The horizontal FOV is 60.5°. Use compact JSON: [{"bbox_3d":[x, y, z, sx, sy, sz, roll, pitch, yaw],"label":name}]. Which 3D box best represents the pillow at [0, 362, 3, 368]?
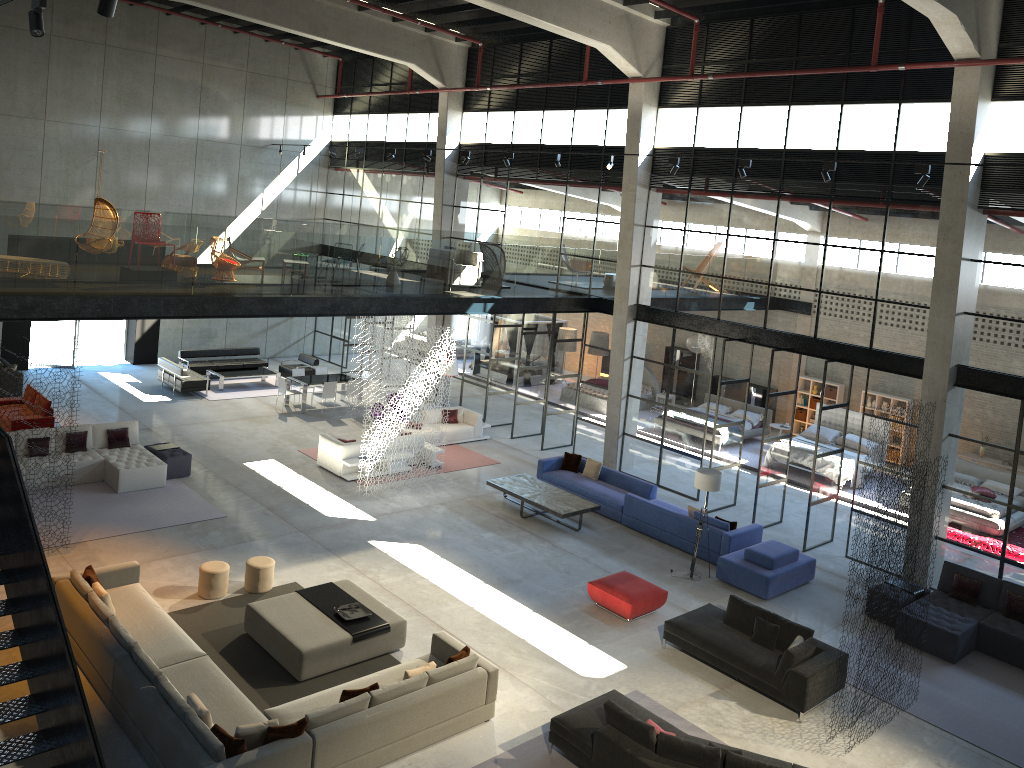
[{"bbox_3d":[-12.982,-0.393,22.016,0.322,0.308,0.414,-1,11,-41],"label":"pillow"}]

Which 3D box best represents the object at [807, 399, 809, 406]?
[{"bbox_3d":[8.400,0.529,24.795,0.081,0.226,0.082,5,4,-12],"label":"object"}]

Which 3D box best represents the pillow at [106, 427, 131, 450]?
[{"bbox_3d":[-7.544,1.044,16.828,0.413,0.341,0.239,-2,10,-44],"label":"pillow"}]

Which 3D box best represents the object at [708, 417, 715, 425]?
[{"bbox_3d":[5.014,1.020,23.300,0.718,0.244,2.145,-4,15,-42],"label":"object"}]

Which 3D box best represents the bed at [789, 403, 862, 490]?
[{"bbox_3d":[7.600,1.450,21.157,2.317,1.403,2.253,-3,13,-43],"label":"bed"}]

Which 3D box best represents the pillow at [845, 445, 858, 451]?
[{"bbox_3d":[8.437,1.528,21.279,0.715,0.327,0.975,-3,14,-41],"label":"pillow"}]

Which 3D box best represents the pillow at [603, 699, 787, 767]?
[{"bbox_3d":[1.751,3.641,8.593,1.909,0.415,0.437,11,9,27],"label":"pillow"}]

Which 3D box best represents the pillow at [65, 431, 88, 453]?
[{"bbox_3d":[-8.097,1.079,16.327,0.406,0.373,0.195,-2,9,-43],"label":"pillow"}]

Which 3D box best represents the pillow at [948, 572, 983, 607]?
[{"bbox_3d":[6.935,3.143,13.423,0.235,0.341,0.420,0,10,-42],"label":"pillow"}]

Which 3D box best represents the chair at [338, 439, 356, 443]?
[{"bbox_3d":[-3.375,1.271,18.058,0.402,0.332,0.286,6,7,2],"label":"chair"}]

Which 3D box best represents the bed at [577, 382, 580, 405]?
[{"bbox_3d":[2.973,-0.013,26.456,2.341,1.266,2.062,-3,13,-42],"label":"bed"}]

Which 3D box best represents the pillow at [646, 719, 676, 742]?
[{"bbox_3d":[1.504,3.575,8.811,0.346,0.305,0.199,13,9,42],"label":"pillow"}]

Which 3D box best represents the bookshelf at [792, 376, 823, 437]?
[{"bbox_3d":[8.561,0.764,24.587,0.329,1.741,1.258,2,7,-43],"label":"bookshelf"}]

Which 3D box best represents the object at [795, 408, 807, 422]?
[{"bbox_3d":[8.267,0.880,24.877,0.324,0.294,0.328,-2,11,-43],"label":"object"}]

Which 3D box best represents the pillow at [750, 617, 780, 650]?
[{"bbox_3d":[3.294,3.239,11.411,0.187,0.304,0.348,0,9,-45],"label":"pillow"}]

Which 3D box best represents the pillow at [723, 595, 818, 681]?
[{"bbox_3d":[3.416,3.250,11.331,0.740,0.413,1.613,3,11,-14],"label":"pillow"}]

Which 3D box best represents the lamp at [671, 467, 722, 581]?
[{"bbox_3d":[3.059,2.300,14.342,0.434,1.727,0.667,9,6,44],"label":"lamp"}]

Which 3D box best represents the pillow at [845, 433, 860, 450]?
[{"bbox_3d":[8.387,1.437,21.226,0.692,0.288,0.995,-3,14,-40],"label":"pillow"}]

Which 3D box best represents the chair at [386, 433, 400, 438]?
[{"bbox_3d":[-2.616,1.200,18.739,0.272,0.315,0.394,10,9,33],"label":"chair"}]

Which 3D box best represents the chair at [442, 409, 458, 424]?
[{"bbox_3d":[-1.504,0.790,21.302,0.410,0.332,0.260,4,6,-10],"label":"chair"}]

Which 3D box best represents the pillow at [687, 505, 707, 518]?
[{"bbox_3d":[3.312,2.388,15.623,0.207,0.378,0.408,1,9,-42],"label":"pillow"}]

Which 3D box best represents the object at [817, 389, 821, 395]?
[{"bbox_3d":[8.627,0.225,24.620,0.185,0.130,0.187,7,9,10],"label":"object"}]

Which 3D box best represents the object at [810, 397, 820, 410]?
[{"bbox_3d":[8.577,0.557,24.560,0.324,0.294,0.328,-2,11,-43],"label":"object"}]

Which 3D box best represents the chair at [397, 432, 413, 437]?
[{"bbox_3d":[-2.370,1.188,18.917,0.396,0.319,0.272,-2,10,-41],"label":"chair"}]

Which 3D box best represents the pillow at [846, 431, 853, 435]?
[{"bbox_3d":[7.973,1.273,21.979,0.489,0.319,1.070,-3,13,-42],"label":"pillow"}]

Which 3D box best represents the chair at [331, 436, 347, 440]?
[{"bbox_3d":[-3.542,1.221,18.273,0.393,0.269,0.321,9,9,22],"label":"chair"}]

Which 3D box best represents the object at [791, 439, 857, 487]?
[{"bbox_3d":[7.221,1.816,20.843,0.651,0.651,2.318,0,12,-39],"label":"object"}]

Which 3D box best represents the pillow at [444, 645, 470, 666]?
[{"bbox_3d":[-0.659,3.169,9.863,0.261,0.367,0.401,8,8,25],"label":"pillow"}]

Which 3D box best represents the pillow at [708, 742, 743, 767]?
[{"bbox_3d":[2.074,3.678,8.562,0.357,0.317,0.199,8,6,16],"label":"pillow"}]

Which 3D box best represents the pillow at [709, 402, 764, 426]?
[{"bbox_3d":[5.975,0.784,24.254,0.548,0.309,1.959,-3,14,-42],"label":"pillow"}]

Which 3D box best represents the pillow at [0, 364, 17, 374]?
[{"bbox_3d":[-12.426,-0.250,21.435,0.546,0.372,0.651,2,10,-21],"label":"pillow"}]

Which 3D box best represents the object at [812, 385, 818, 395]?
[{"bbox_3d":[8.482,0.166,24.555,0.156,0.246,0.154,10,7,38],"label":"object"}]

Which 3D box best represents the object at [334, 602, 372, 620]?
[{"bbox_3d":[-2.022,2.893,11.126,0.386,0.035,0.392,-4,15,-39],"label":"object"}]

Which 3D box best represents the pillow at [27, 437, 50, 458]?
[{"bbox_3d":[-8.567,1.153,15.892,0.383,0.331,0.222,-1,9,-40],"label":"pillow"}]

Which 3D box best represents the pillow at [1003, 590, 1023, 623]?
[{"bbox_3d":[7.445,3.290,12.881,0.192,0.373,0.412,1,9,-43],"label":"pillow"}]

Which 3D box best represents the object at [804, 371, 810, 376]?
[{"bbox_3d":[8.408,-0.292,24.992,0.053,0.149,0.237,1,9,-45],"label":"object"}]

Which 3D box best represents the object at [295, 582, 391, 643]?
[{"bbox_3d":[-2.203,2.909,11.310,0.535,0.086,1.497,-5,15,-42],"label":"object"}]

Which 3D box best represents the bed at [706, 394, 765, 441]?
[{"bbox_3d":[5.451,0.987,23.720,2.396,0.860,2.292,-4,14,-42],"label":"bed"}]

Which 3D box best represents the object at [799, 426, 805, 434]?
[{"bbox_3d":[8.221,1.318,24.874,0.139,0.233,0.141,5,5,-7],"label":"object"}]

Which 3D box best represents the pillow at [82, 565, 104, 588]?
[{"bbox_3d":[-5.233,2.502,10.955,0.258,0.367,0.406,3,8,-22],"label":"pillow"}]

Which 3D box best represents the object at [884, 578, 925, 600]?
[{"bbox_3d":[6.124,3.194,13.696,0.300,0.098,0.527,-3,14,-37],"label":"object"}]

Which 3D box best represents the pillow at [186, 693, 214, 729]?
[{"bbox_3d":[-2.980,3.226,8.435,0.207,0.378,0.408,1,9,-42],"label":"pillow"}]

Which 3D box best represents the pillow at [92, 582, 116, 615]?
[{"bbox_3d":[-4.896,2.617,10.526,0.207,0.378,0.407,1,9,-44],"label":"pillow"}]

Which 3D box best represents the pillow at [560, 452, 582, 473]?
[{"bbox_3d":[1.247,1.640,18.350,0.402,0.368,0.261,9,7,25],"label":"pillow"}]

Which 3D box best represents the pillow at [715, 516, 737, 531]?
[{"bbox_3d":[3.710,2.507,15.251,0.402,0.368,0.261,9,7,25],"label":"pillow"}]

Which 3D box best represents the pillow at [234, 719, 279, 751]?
[{"bbox_3d":[-2.424,3.315,8.264,0.400,0.352,0.268,2,7,-27],"label":"pillow"}]

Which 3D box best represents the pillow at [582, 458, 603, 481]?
[{"bbox_3d":[1.645,1.750,17.977,0.207,0.378,0.408,1,9,-42],"label":"pillow"}]

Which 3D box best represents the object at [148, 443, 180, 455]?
[{"bbox_3d":[-6.748,1.264,17.038,0.305,0.098,0.519,15,14,41],"label":"object"}]

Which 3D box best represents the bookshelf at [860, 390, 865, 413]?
[{"bbox_3d":[9.831,1.163,23.213,0.329,1.741,1.258,2,7,-43],"label":"bookshelf"}]

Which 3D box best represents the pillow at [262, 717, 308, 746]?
[{"bbox_3d":[-2.159,3.343,8.279,0.398,0.368,0.263,-1,9,-39],"label":"pillow"}]

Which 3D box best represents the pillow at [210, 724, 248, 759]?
[{"bbox_3d":[-2.582,3.345,8.063,0.402,0.368,0.261,9,7,25],"label":"pillow"}]

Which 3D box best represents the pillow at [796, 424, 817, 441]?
[{"bbox_3d":[7.685,1.275,21.842,0.665,0.369,1.043,-2,13,-39],"label":"pillow"}]

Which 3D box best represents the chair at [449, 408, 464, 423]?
[{"bbox_3d":[-1.370,0.771,21.457,0.379,0.334,0.257,4,6,-9],"label":"chair"}]

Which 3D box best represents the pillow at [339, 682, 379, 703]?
[{"bbox_3d":[-1.587,3.246,9.015,0.409,0.354,0.273,1,8,-32],"label":"pillow"}]

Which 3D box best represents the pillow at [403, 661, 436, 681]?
[{"bbox_3d":[-1.031,3.209,9.461,0.401,0.378,0.210,-1,8,-42],"label":"pillow"}]

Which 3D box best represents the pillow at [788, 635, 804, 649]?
[{"bbox_3d":[3.523,3.341,10.994,0.209,0.312,0.343,8,8,25],"label":"pillow"}]

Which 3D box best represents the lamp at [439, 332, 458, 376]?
[{"bbox_3d":[-1.378,-0.758,19.807,0.438,1.091,0.446,3,5,-35],"label":"lamp"}]
